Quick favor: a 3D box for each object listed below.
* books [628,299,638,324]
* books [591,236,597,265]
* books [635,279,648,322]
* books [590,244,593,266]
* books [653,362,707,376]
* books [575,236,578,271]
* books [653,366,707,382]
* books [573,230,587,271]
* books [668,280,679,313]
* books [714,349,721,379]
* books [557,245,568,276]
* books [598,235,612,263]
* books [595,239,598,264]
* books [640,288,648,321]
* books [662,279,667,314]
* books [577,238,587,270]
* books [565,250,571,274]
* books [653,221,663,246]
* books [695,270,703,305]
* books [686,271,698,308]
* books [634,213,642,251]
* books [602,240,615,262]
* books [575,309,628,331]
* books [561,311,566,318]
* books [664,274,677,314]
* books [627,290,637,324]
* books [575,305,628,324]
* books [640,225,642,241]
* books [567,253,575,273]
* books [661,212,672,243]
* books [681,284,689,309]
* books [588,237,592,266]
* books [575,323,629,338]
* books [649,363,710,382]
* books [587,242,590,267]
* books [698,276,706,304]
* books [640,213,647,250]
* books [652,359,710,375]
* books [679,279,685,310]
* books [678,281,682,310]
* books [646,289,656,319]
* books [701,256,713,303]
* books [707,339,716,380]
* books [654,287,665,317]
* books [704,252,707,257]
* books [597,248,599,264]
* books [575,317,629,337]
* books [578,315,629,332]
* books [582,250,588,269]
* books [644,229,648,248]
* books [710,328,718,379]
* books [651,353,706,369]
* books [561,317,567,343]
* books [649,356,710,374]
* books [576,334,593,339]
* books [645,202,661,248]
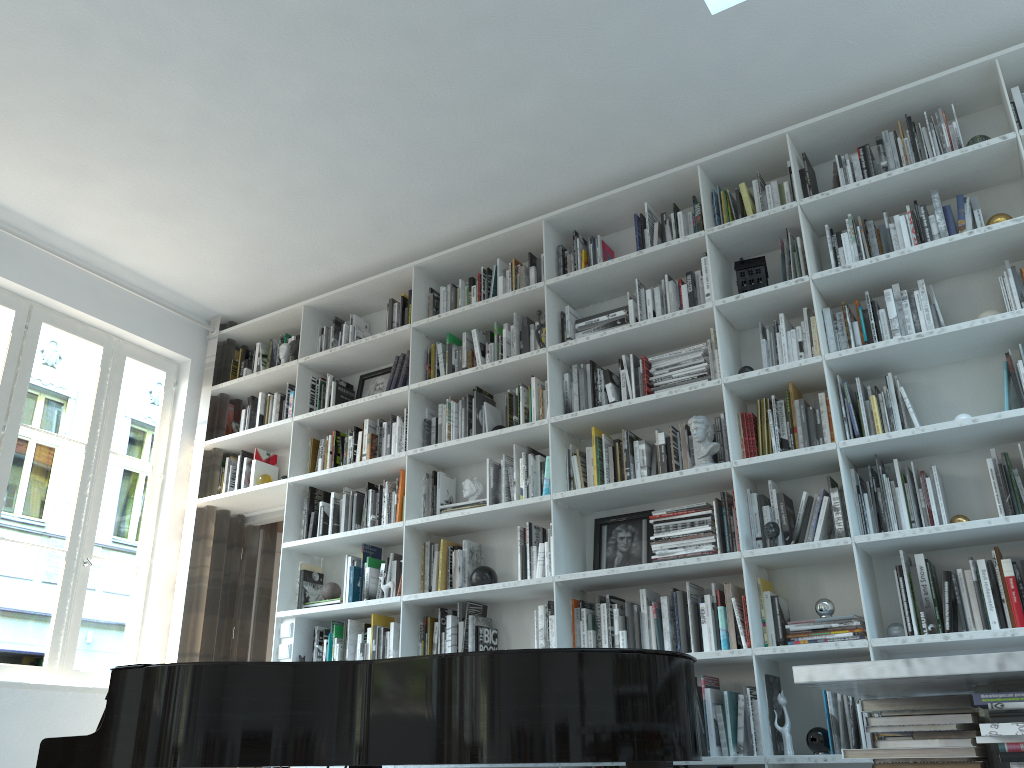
[{"bbox_3d":[0.617,-0.286,4.282,0.025,0.186,0.194,-14,-26,29],"label":"books"},{"bbox_3d":[0.452,-0.611,4.531,0.005,0.254,0.168,-14,-26,29],"label":"books"},{"bbox_3d":[0.646,-0.343,4.271,0.011,0.283,0.190,-14,-26,29],"label":"books"},{"bbox_3d":[0.445,-0.591,4.531,0.016,0.218,0.144,-14,-26,29],"label":"books"},{"bbox_3d":[0.795,-0.042,4.076,0.254,0.012,0.161,-13,-26,26],"label":"books"},{"bbox_3d":[0.371,-0.605,4.594,0.010,0.295,0.153,-14,-26,29],"label":"books"},{"bbox_3d":[0.797,-0.019,4.070,0.254,0.012,0.161,-15,-27,30],"label":"books"},{"bbox_3d":[0.363,-0.621,4.613,0.014,0.339,0.145,-14,-26,29],"label":"books"},{"bbox_3d":[0.793,-0.349,4.184,0.023,0.222,0.191,-14,-26,29],"label":"books"},{"bbox_3d":[0.957,-0.035,3.965,0.030,0.197,0.172,-14,-26,29],"label":"books"},{"bbox_3d":[0.295,-0.572,4.614,0.026,0.252,0.186,-14,-26,29],"label":"books"},{"bbox_3d":[0.479,-0.617,4.519,0.011,0.255,0.144,-14,-26,29],"label":"books"},{"bbox_3d":[0.470,-0.604,4.541,0.013,0.248,0.148,-14,-26,29],"label":"books"},{"bbox_3d":[0.669,-0.320,4.267,0.021,0.236,0.172,-14,-26,29],"label":"books"},{"bbox_3d":[0.766,-0.352,4.240,0.029,0.272,0.141,-14,-26,29],"label":"books"},{"bbox_3d":[0.381,-0.600,4.566,0.011,0.263,0.164,-14,-26,29],"label":"books"},{"bbox_3d":[0.325,-0.559,4.612,0.023,0.227,0.157,-14,-26,29],"label":"books"},{"bbox_3d":[0.740,-0.665,4.358,0.050,0.210,0.173,-14,-26,29],"label":"books"},{"bbox_3d":[0.903,-0.388,4.146,0.029,0.260,0.133,-14,-26,29],"label":"books"},{"bbox_3d":[0.869,-0.380,4.146,0.032,0.247,0.174,-14,-26,29],"label":"books"},{"bbox_3d":[0.658,-0.683,4.416,0.014,0.291,0.176,-14,-26,29],"label":"books"},{"bbox_3d":[0.496,-0.603,4.527,0.004,0.234,0.138,-14,-26,29],"label":"books"},{"bbox_3d":[0.476,-0.291,4.396,0.285,0.024,0.160,-15,-27,31],"label":"books"},{"bbox_3d":[0.294,-0.225,4.497,0.012,0.253,0.161,-14,-26,29],"label":"books"},{"bbox_3d":[0.778,-0.363,4.211,0.023,0.268,0.185,-14,-26,29],"label":"books"},{"bbox_3d":[0.604,-0.311,4.307,0.012,0.253,0.161,-14,-26,29],"label":"books"},{"bbox_3d":[0.479,-0.312,4.409,0.285,0.024,0.160,-14,-27,29],"label":"books"},{"bbox_3d":[0.677,-0.669,4.419,0.011,0.265,0.129,-14,-26,29],"label":"books"},{"bbox_3d":[0.340,-0.554,4.584,0.026,0.193,0.167,-14,-26,29],"label":"books"},{"bbox_3d":[0.781,-0.695,4.364,0.028,0.268,0.140,-14,-26,29],"label":"books"},{"bbox_3d":[0.845,-0.346,4.150,0.029,0.187,0.176,-14,-26,29],"label":"books"},{"bbox_3d":[0.435,-0.608,4.550,0.013,0.263,0.147,-14,-26,29],"label":"books"},{"bbox_3d":[0.476,-0.229,4.371,0.285,0.012,0.160,-13,-26,27],"label":"books"},{"bbox_3d":[0.795,-0.031,4.071,0.285,0.012,0.160,-16,-28,31],"label":"books"},{"bbox_3d":[0.427,-0.595,4.558,0.014,0.247,0.139,-14,-26,29],"label":"books"},{"bbox_3d":[0.921,-0.372,4.110,0.029,0.201,0.192,-14,-26,29],"label":"books"},{"bbox_3d":[0.682,-0.687,4.412,0.011,0.294,0.157,-14,-26,29],"label":"books"},{"bbox_3d":[0.796,-0.053,4.082,0.254,0.012,0.161,-15,-27,31],"label":"books"},{"bbox_3d":[0.829,-0.360,4.171,0.012,0.229,0.159,-14,-26,29],"label":"books"},{"bbox_3d":[0.823,-0.355,4.181,0.010,0.229,0.152,-14,-26,29],"label":"books"},{"bbox_3d":[0.697,-0.319,4.244,0.027,0.215,0.190,-14,-26,29],"label":"books"},{"bbox_3d":[0.938,-0.418,4.046,0.037,0.236,0.273,-14,-26,29],"label":"books"},{"bbox_3d":[0.922,-0.058,3.981,0.012,0.253,0.161,-14,-26,29],"label":"books"},{"bbox_3d":[0.732,-0.327,4.228,0.028,0.218,0.184,-14,-26,29],"label":"books"},{"bbox_3d":[0.942,-0.434,4.132,0.012,0.332,0.156,-14,-26,29],"label":"books"},{"bbox_3d":[0.475,-0.581,4.516,0.010,0.186,0.153,-14,-26,29],"label":"books"},{"bbox_3d":[0.473,-0.248,4.371,0.285,0.024,0.160,-17,-28,33],"label":"books"},{"bbox_3d":[0.474,-0.270,4.383,0.254,0.025,0.161,-12,-26,25],"label":"books"},{"bbox_3d":[0.403,-0.568,4.555,0.023,0.194,0.172,-14,-26,29],"label":"books"},{"bbox_3d":[0.706,-0.648,4.395,0.031,0.207,0.147,-14,-26,29],"label":"books"},{"bbox_3d":[0.940,-0.085,4.000,0.012,0.317,0.140,-14,-26,29],"label":"books"},{"bbox_3d":[0.792,-0.077,4.087,0.254,0.012,0.161,-17,-28,33],"label":"books"},{"bbox_3d":[0.300,-0.211,4.462,0.027,0.200,0.168,-14,-26,29],"label":"books"},{"bbox_3d":[0.797,-0.063,4.089,0.285,0.012,0.160,-14,-27,28],"label":"books"},{"bbox_3d":[0.475,-0.219,4.364,0.285,0.012,0.160,-13,-26,26],"label":"books"},{"bbox_3d":[0.711,-0.716,4.391,0.010,0.330,0.186,-14,-26,29],"label":"books"}]
